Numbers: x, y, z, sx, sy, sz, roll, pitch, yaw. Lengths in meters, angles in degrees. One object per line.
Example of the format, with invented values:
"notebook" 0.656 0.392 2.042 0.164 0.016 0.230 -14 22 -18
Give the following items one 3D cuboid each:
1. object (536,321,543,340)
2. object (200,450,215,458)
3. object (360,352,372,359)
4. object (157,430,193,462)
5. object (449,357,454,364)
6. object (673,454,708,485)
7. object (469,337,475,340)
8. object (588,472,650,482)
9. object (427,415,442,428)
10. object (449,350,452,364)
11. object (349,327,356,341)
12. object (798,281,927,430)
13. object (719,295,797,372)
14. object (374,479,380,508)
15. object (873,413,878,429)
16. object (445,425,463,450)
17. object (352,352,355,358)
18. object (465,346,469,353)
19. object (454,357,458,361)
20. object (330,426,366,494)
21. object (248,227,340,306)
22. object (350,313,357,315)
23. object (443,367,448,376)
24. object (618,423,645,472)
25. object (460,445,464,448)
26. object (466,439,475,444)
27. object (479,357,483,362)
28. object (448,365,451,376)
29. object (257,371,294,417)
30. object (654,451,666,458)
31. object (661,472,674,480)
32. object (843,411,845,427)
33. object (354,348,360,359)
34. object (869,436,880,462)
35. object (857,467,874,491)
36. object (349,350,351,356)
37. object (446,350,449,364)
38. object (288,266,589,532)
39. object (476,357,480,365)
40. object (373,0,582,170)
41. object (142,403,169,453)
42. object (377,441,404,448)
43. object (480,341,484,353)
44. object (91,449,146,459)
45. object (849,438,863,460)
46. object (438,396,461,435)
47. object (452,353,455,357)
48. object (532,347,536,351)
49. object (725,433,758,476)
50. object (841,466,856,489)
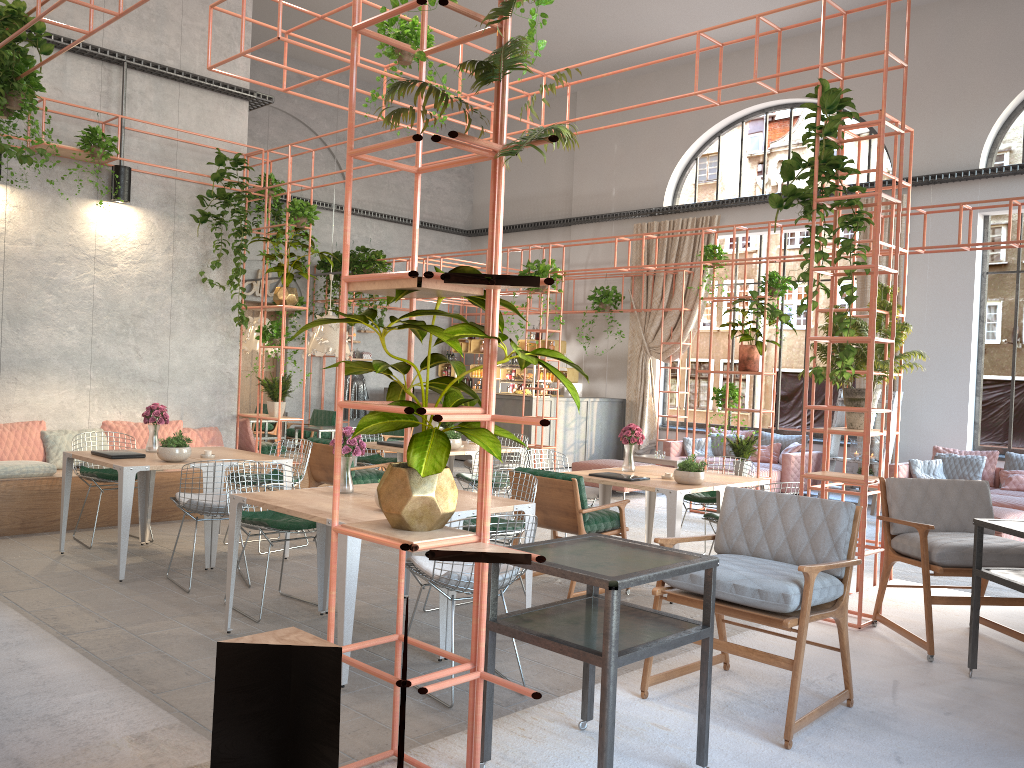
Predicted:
"object" 0.539 -1.052 17.402 0.134 0.386 0.134 3 1 33
"object" -2.459 0.561 7.169 0.115 0.078 0.115 2 1 -40
"object" -2.937 -0.571 17.809 0.129 0.149 0.219 3 1 44
"object" -2.590 0.472 6.804 0.254 0.247 0.248 3 1 44
"object" -1.305 -0.508 19.010 0.115 0.147 0.115 2 1 -1
"object" 1.380 0.665 6.899 0.252 0.247 0.247 3 1 44
"object" -0.835 -1.126 18.741 0.134 0.386 0.134 2 1 -12
"object" 0.858 0.748 7.105 0.427 0.031 0.268 3 1 44
"object" -0.833 0.489 9.558 0.241 0.313 0.241 2 1 -1
"object" -1.335 -0.582 19.128 0.066 0.291 0.066 2 1 -39
"object" -3.154 -1.027 17.556 0.136 0.336 0.145 2 1 -32
"object" 2.650 -0.208 6.683 0.894 1.100 0.900 2 1 -17
"object" 2.963 -0.618 10.678 0.923 0.946 0.924 3 1 10
"object" -0.634 0.579 4.897 0.252 0.247 0.247 3 1 44
"object" 5.143 0.431 12.755 0.212 0.457 0.217 2 1 -29
"object" -0.622 0.532 8.827 0.254 0.247 0.248 3 1 44
"object" -3.140 -0.584 17.588 0.063 0.151 0.063 3 1 30
"object" -0.921 -0.726 18.667 0.141 0.142 0.123 3 1 44
"object" -1.213 -0.505 19.104 0.115 0.147 0.115 2 1 -1
"object" -1.022 0.471 5.507 0.225 0.414 0.213 3 1 37
"object" -2.474 -1.348 10.042 0.934 0.947 0.903 3 1 6
"object" -3.141 -1.330 17.542 0.133 0.145 0.133 3 1 6
"object" -1.425 -0.262 19.115 0.131 0.207 0.131 2 1 -1
"object" 1.021 0.545 7.608 0.225 0.414 0.213 3 1 37
"object" -0.553 0.619 9.128 0.115 0.078 0.115 2 1 -40
"object" -0.395 0.630 9.660 0.218 0.041 0.218 2 1 -37
"object" -0.641 -0.477 18.363 0.083 0.159 0.083 2 1 -37
"object" -1.320 -0.282 18.996 0.094 0.248 0.072 3 1 44
"object" -2.667 0.113 10.043 0.368 0.527 0.438 3 1 44
"object" 2.211 1.090 13.429 0.199 0.145 0.156 2 1 -31
"object" 1.266 0.741 7.173 0.115 0.073 0.115 3 1 39
"object" 4.961 0.398 12.938 0.216 0.500 0.216 2 1 -14
"object" -3.085 -0.609 17.655 0.081 0.204 0.081 3 1 45
"object" 5.107 0.881 12.562 0.216 0.430 0.219 3 1 38
"object" 4.975 1.269 12.482 0.236 0.464 0.225 3 1 22
"object" -3.200 -0.592 17.556 0.055 0.164 0.092 2 1 -27
"object" -1.388 -0.584 19.073 0.066 0.291 0.066 3 1 14
"object" -0.230 0.034 3.019 0.934 0.923 0.903 3 1 11
"object" -0.706 -0.481 18.426 0.083 0.159 0.083 2 1 -37
"object" -0.019 -0.888 2.598 0.894 1.101 0.900 3 1 8
"object" -2.983 0.364 7.419 0.225 0.414 0.213 3 1 37
"object" -1.145 0.614 9.033 0.427 0.031 0.268 3 1 44
"object" -0.603 -0.769 18.446 0.137 0.261 0.137 2 1 -10
"object" -3.114 0.555 7.010 0.427 0.031 0.268 3 1 44
"object" 4.957 0.939 12.750 0.223 0.297 0.223 2 1 -26
"object" -0.684 0.381 9.263 0.368 0.527 0.438 3 1 44
"object" -1.277 -0.580 19.185 0.066 0.291 0.066 2 1 -6
"object" 0.453 -0.651 17.328 0.141 0.142 0.123 3 1 44
"object" 2.787 0.842 10.707 0.368 0.527 0.438 3 1 44
"object" 4.815 1.334 12.676 0.208 0.320 0.192 2 1 -40
